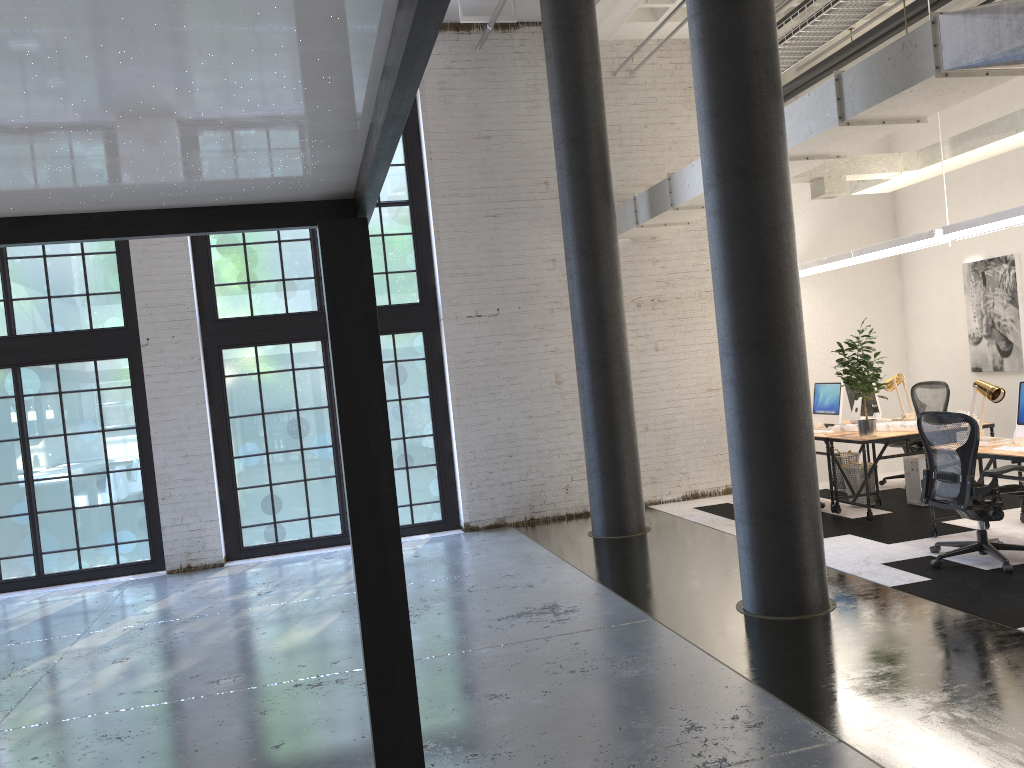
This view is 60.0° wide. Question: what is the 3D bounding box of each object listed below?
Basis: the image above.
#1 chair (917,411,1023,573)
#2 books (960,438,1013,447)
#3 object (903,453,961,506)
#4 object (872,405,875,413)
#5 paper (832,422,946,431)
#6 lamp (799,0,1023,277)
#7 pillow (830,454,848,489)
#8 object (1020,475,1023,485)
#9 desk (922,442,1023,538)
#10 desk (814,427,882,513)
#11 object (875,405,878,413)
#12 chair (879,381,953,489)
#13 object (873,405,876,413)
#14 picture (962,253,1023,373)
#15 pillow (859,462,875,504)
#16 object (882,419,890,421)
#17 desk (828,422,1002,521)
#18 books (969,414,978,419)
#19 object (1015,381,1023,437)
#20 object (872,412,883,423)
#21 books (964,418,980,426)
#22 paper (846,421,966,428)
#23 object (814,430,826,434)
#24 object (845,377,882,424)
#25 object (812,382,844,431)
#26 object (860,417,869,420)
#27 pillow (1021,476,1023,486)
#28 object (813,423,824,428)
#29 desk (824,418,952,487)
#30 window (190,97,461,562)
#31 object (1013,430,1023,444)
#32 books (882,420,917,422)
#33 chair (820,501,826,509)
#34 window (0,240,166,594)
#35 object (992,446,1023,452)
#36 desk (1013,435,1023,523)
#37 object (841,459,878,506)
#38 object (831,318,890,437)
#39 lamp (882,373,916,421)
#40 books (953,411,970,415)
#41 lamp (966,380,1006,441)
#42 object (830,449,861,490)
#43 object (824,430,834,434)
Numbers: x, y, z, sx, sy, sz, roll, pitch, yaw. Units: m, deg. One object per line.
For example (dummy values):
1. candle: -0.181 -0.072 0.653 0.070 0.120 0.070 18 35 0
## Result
1. chair: 3.255 0.704 6.261 0.792 1.086 0.770 -7 2 -29
2. books: 3.683 0.446 6.890 0.225 0.038 0.309 -6 1 -13
3. object: 4.049 0.891 8.447 0.543 0.455 0.221 -6 1 -13
4. object: 3.689 0.312 9.009 0.008 0.207 0.054 -7 2 -30
5. paper: 3.500 0.403 8.326 0.083 0.082 1.135 -7 1 -38
6. lamp: 3.919 -2.624 6.424 0.226 2.865 7.302 -6 1 -13
7. pillow: 3.554 0.947 9.655 0.119 0.407 0.239 -6 1 -12
8. object: 4.259 0.917 7.060 0.353 0.435 0.359 -6 1 -17
9. desk: 3.720 0.832 6.468 0.529 0.725 1.401 -6 1 -13
10. desk: 3.091 0.841 9.076 0.529 0.725 1.401 -6 1 -13
11. object: 3.704 0.311 8.984 0.008 0.207 0.054 -4 2 42
12. chair: 4.343 0.531 9.455 0.792 1.086 0.770 -7 2 -29
13. object: 3.691 0.313 8.985 0.054 0.207 0.008 -7 2 -26
14. picture: 5.047 -0.719 9.284 0.049 1.184 0.731 -6 1 -13
15. pillow: 3.482 0.966 8.687 0.119 0.407 0.239 -6 1 -12
16. object: 3.913 0.381 9.368 0.118 0.018 0.439 -6 1 -13
17. desk: 3.726 0.787 8.221 1.400 0.725 0.529 -6 1 -13
18. books: 4.204 0.302 8.293 0.193 0.044 0.257 -6 1 4
19. object: 3.844 0.214 6.356 0.189 0.485 0.483 -6 1 -13
20. object: 3.704 0.353 8.999 0.101 0.127 0.101 -5 1 32
21. books: 4.190 0.351 8.275 0.200 0.050 0.271 -6 1 -16
22. paper: 3.662 0.386 8.363 1.135 0.082 0.083 -5 1 42
23. object: 3.017 0.477 8.945 0.118 0.018 0.439 -6 1 -13
24. object: 3.668 0.172 9.336 0.189 0.485 0.483 -6 1 -13
25. object: 3.215 0.222 8.963 0.189 0.485 0.483 -6 1 -13
26. object: 3.845 0.377 9.689 0.106 0.029 0.059 -6 1 -12
27. pillow: 4.183 0.938 7.047 0.119 0.407 0.239 -6 1 -12
28. object: 3.215 0.398 9.311 0.101 0.127 0.101 -5 1 32
29. desk: 3.913 0.755 9.258 0.529 0.725 1.401 -6 1 -13
30. window: -2.036 -0.805 9.462 2.490 5.181 0.138 -6 2 -13
31. object: 3.844 0.390 6.703 0.101 0.127 0.101 -5 1 32
32. books: 3.873 0.381 8.815 0.225 0.038 0.309 -6 1 -13
33. chair: 2.625 0.712 8.869 0.792 1.086 0.770 -7 2 -29
34. window: -4.956 -0.501 8.789 2.490 5.181 0.138 -6 2 -13
35. object: 3.646 0.468 6.338 0.118 0.018 0.439 -6 1 -13
36. desk: 4.542 0.747 6.650 0.529 0.725 1.401 -6 1 -13
37. object: 3.403 0.961 8.674 0.353 0.435 0.359 -6 1 -17
38. object: 3.162 -0.058 8.061 0.438 1.078 0.514 -6 2 -22
39. lamp: 3.864 0.129 8.863 0.126 0.470 0.344 -6 1 -13
40. books: 4.186 0.273 8.290 0.153 0.030 0.185 -6 1 -15
41. lamp: 3.643 0.199 6.827 0.127 0.470 0.344 -6 1 -13
42. object: 3.630 0.925 9.668 0.353 0.435 0.359 -6 1 -17
43. object: 3.083 0.468 8.624 0.106 0.029 0.059 -6 1 -12
